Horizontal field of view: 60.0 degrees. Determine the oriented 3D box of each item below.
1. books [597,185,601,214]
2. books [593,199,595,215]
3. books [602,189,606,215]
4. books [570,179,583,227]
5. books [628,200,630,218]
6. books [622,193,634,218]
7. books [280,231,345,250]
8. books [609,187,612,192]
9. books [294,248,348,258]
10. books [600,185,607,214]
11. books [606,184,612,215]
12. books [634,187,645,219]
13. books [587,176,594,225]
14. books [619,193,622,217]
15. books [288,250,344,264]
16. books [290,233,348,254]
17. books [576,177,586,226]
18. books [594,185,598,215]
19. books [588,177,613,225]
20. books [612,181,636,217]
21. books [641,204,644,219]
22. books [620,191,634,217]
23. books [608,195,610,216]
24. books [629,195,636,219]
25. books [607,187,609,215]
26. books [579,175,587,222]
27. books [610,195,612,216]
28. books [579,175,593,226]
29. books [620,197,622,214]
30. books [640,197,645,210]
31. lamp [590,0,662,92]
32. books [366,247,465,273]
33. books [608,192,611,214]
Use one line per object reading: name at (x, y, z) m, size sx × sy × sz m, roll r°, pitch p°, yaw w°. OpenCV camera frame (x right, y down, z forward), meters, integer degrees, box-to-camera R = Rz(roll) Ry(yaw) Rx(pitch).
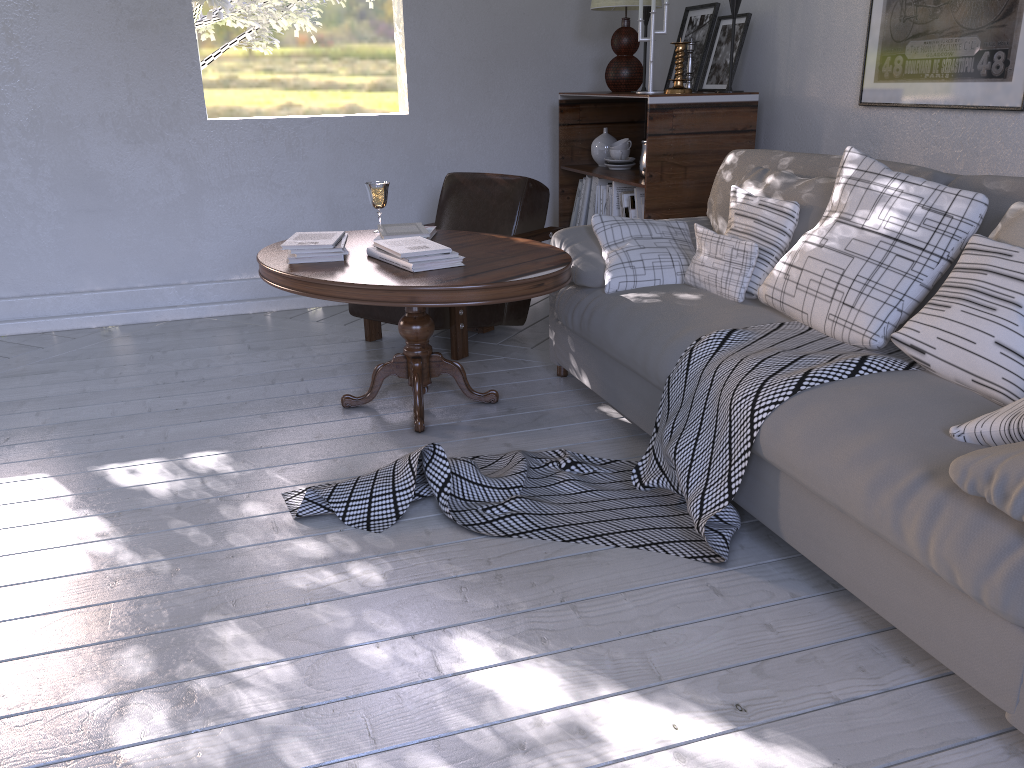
books at (0.387, -0.651, 3.365) m, size 0.131 × 0.209 × 0.011 m, roll -6°, pitch 21°, yaw -12°
books at (0.363, -0.650, 3.400) m, size 0.120 × 0.188 × 0.024 m, roll -9°, pitch 22°, yaw -21°
books at (0.401, -0.639, 3.346) m, size 0.125 × 0.198 × 0.015 m, roll -6°, pitch 21°, yaw -12°
books at (0.331, -0.733, 3.606) m, size 0.161 × 0.213 × 0.125 m, roll -8°, pitch 21°, yaw -17°
books at (0.478, -0.564, 3.156) m, size 0.120 × 0.188 × 0.060 m, roll -8°, pitch 22°, yaw -17°
books at (0.464, -0.575, 3.163) m, size 0.131 × 0.205 × 0.063 m, roll -8°, pitch 22°, yaw -17°
books at (-0.530, -0.386, 2.373) m, size 0.136 × 0.011 × 0.213 m, roll -2°, pitch 19°, yaw -2°
books at (0.423, -0.631, 3.307) m, size 0.131 × 0.209 × 0.011 m, roll -6°, pitch 21°, yaw -12°
books at (-0.522, -0.368, 2.386) m, size 0.136 × 0.011 × 0.211 m, roll -7°, pitch 20°, yaw -16°
books at (0.397, -0.648, 3.357) m, size 0.131 × 0.209 × 0.011 m, roll -6°, pitch 21°, yaw -12°
books at (0.416, -0.642, 3.331) m, size 0.129 × 0.215 × 0.020 m, roll -6°, pitch 21°, yaw -12°
books at (0.497, -0.569, 3.096) m, size 0.126 × 0.236 × 0.077 m, roll -8°, pitch 22°, yaw -17°
books at (0.386, -0.704, 3.471) m, size 0.172 × 0.242 × 0.091 m, roll -8°, pitch 22°, yaw -17°
books at (0.457, -0.592, 3.207) m, size 0.131 × 0.205 × 0.063 m, roll -8°, pitch 22°, yaw -17°
books at (-0.530, -0.357, 2.394) m, size 0.142 × 0.015 × 0.219 m, roll -5°, pitch 19°, yaw -11°
books at (-0.517, -0.381, 2.391) m, size 0.135 × 0.010 × 0.237 m, roll -3°, pitch 19°, yaw -6°
books at (0.349, -0.725, 3.568) m, size 0.161 × 0.221 × 0.099 m, roll -8°, pitch 22°, yaw -17°
books at (0.365, -0.656, 3.386) m, size 0.120 × 0.210 × 0.026 m, roll -9°, pitch 22°, yaw -21°
books at (0.393, -0.690, 3.431) m, size 0.174 × 0.246 × 0.103 m, roll -8°, pitch 22°, yaw -17°
books at (0.426, -0.625, 3.242) m, size 0.126 × 0.240 × 0.017 m, roll -6°, pitch 21°, yaw -12°
books at (0.511, -0.534, 3.080) m, size 0.115 × 0.180 × 0.055 m, roll -8°, pitch 22°, yaw -17°
books at (0.459, -0.585, 3.177) m, size 0.129 × 0.213 × 0.073 m, roll -8°, pitch 22°, yaw -17°
books at (0.413, -0.611, 3.287) m, size 0.115 × 0.184 × 0.009 m, roll -6°, pitch 21°, yaw -12°
books at (0.481, -0.560, 3.116) m, size 0.131 × 0.205 × 0.063 m, roll -8°, pitch 22°, yaw -17°
books at (0.420, -0.635, 3.317) m, size 0.131 × 0.209 × 0.011 m, roll -6°, pitch 21°, yaw -12°
books at (0.354, -0.723, 3.539) m, size 0.152 × 0.235 × 0.103 m, roll -8°, pitch 22°, yaw -17°
books at (0.415, -0.606, 3.270) m, size 0.115 × 0.186 × 0.009 m, roll -6°, pitch 21°, yaw -12°
books at (0.362, -0.714, 3.509) m, size 0.172 × 0.239 × 0.110 m, roll -8°, pitch 22°, yaw -17°
books at (0.458, -0.581, 3.194) m, size 0.125 × 0.195 × 0.064 m, roll -8°, pitch 22°, yaw -17°
books at (0.510, -0.550, 3.087) m, size 0.114 × 0.202 × 0.060 m, roll -8°, pitch 22°, yaw -17°
lamp at (0.427, -1.336, 3.330) m, size 0.266 × 0.453 × 0.265 m, roll -19°, pitch 27°, yaw -40°
books at (-0.252, -0.330, 2.291) m, size 0.148 × 0.021 × 0.276 m, roll -13°, pitch 22°, yaw -30°
books at (0.416, -0.618, 3.297) m, size 0.120 × 0.191 × 0.012 m, roll -6°, pitch 21°, yaw -12°
